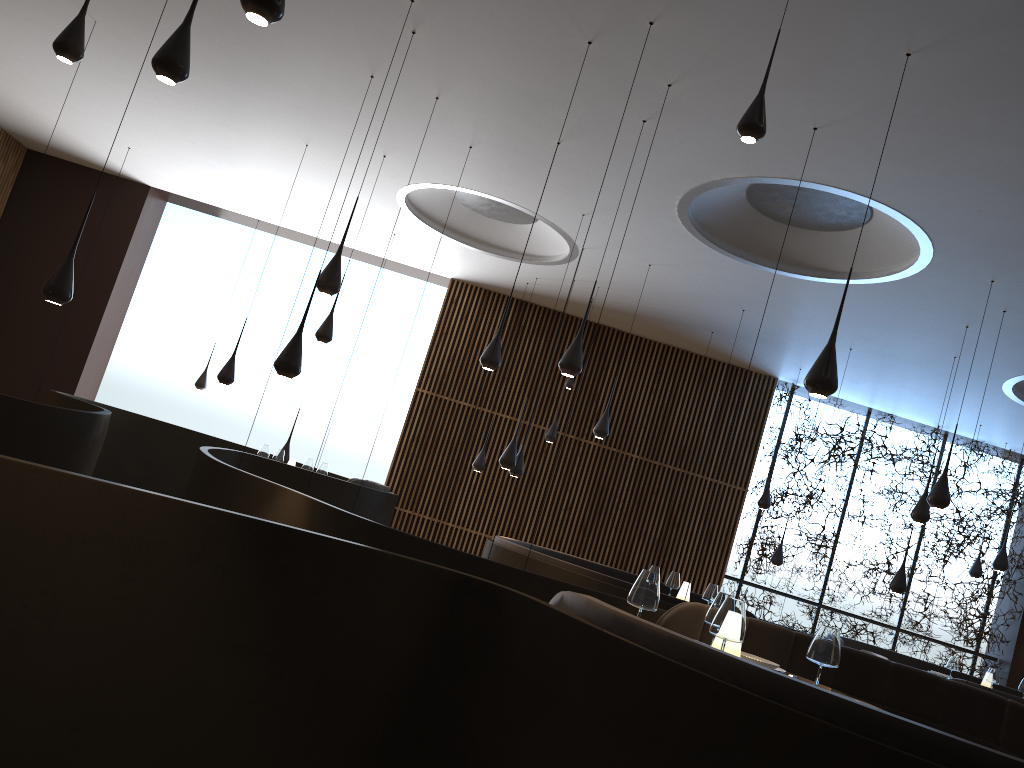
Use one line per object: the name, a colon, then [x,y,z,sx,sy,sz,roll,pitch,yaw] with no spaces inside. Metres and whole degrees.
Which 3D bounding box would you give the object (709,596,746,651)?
object: [0.880,1.026,3.636,0.141,0.294,0.142,15,-7,18]

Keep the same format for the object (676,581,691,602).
object: [1.702,2.073,8.760,0.144,0.231,0.143,15,-7,16]

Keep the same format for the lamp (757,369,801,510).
lamp: [4.089,0.827,13.437,0.195,2.217,0.197,12,-8,35]

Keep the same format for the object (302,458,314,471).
object: [-2.427,1.027,10.489,0.142,0.294,0.142,17,-7,3]

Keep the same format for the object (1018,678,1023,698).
object: [6.345,3.800,10.977,0.141,0.294,0.142,11,-9,43]

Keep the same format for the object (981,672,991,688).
object: [5.965,3.737,11.122,0.145,0.231,0.142,20,-7,-20]

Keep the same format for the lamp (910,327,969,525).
lamp: [4.654,0.430,9.570,0.195,2.217,0.197,12,-8,35]

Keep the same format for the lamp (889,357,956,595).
lamp: [4.983,1.076,10.664,0.196,2.952,0.196,18,-7,-5]

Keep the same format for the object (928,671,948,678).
object: [5.560,3.777,11.479,0.332,0.014,0.333,17,-8,-2]

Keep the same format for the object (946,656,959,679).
object: [5.592,3.610,11.264,0.142,0.294,0.142,18,-7,-5]

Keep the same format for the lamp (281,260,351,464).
lamp: [-2.670,-0.303,12.050,0.195,2.952,0.197,10,-9,45]

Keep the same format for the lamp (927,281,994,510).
lamp: [4.199,0.085,8.220,0.195,2.217,0.197,12,-8,35]

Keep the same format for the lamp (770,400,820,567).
lamp: [4.513,1.410,13.886,0.195,2.952,0.197,12,-8,35]

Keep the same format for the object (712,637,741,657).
object: [0.972,1.136,3.967,0.143,0.231,0.144,21,-8,-25]

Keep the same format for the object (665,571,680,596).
object: [1.645,2.076,9.113,0.142,0.294,0.141,22,-8,-33]

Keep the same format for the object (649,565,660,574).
object: [1.354,1.908,8.587,0.142,0.294,0.141,23,-9,-38]

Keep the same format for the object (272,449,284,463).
object: [-2.945,0.963,11.132,0.142,0.294,0.142,21,-8,-27]

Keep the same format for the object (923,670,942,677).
object: [5.326,3.687,11.307,0.127,0.017,0.261,23,-10,-38]

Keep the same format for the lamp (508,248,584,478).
lamp: [0.458,-0.285,10.877,0.195,2.952,0.197,10,-9,45]

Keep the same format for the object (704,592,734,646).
object: [1.022,1.181,4.382,0.142,0.294,0.142,17,-7,0]

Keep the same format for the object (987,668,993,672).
object: [6.161,3.808,11.414,0.142,0.294,0.142,17,-7,0]

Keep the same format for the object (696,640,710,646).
object: [0.960,1.346,4.602,0.126,0.017,0.263,12,-10,34]

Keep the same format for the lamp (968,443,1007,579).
lamp: [7.595,2.001,14.073,0.195,2.217,0.197,14,-7,25]

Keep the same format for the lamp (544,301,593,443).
lamp: [0.875,-0.194,13.225,0.195,2.217,0.197,14,-7,25]

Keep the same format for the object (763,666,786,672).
object: [1.197,1.384,4.420,0.331,0.014,0.334,12,-10,34]

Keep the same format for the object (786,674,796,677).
object: [1.201,1.387,4.418,0.409,0.012,0.205,12,-9,30]

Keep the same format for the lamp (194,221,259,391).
lamp: [-4.639,-1.308,14.545,0.195,2.952,0.197,14,-7,25]

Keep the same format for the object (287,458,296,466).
object: [-2.703,1.022,10.806,0.142,0.231,0.145,14,-8,21]

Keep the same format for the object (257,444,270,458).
object: [-3.001,0.877,10.667,0.142,0.294,0.142,17,-7,-3]

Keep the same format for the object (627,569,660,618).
object: [0.590,0.992,4.009,0.142,0.294,0.141,23,-9,-40]

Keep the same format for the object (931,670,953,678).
object: [5.563,3.768,11.480,0.262,0.029,0.264,11,-10,36]

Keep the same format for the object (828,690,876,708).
object: [1.398,1.330,3.704,0.263,0.029,0.263,19,-8,-15]

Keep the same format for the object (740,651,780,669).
object: [1.200,1.375,4.421,0.262,0.029,0.264,11,-10,37]

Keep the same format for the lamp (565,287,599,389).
lamp: [1.003,-0.651,12.421,0.133,1.504,0.133,18,-7,-5]

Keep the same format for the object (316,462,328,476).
object: [-2.375,1.126,11.049,0.142,0.294,0.141,21,-8,-32]

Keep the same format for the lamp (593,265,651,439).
lamp: [1.368,-0.406,10.753,0.196,2.217,0.196,18,-7,-5]

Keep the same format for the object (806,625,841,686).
object: [1.382,1.227,3.945,0.141,0.294,0.142,10,-10,46]

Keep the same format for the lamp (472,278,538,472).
lamp: [-0.066,-0.153,12.851,0.196,2.952,0.196,19,-7,-15]

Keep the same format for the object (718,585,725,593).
object: [2.066,2.178,8.924,0.141,0.294,0.142,14,-7,21]

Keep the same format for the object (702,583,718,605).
object: [1.865,2.034,8.375,0.142,0.294,0.142,21,-8,-29]

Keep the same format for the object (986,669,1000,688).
object: [5.826,3.605,10.746,0.142,0.294,0.142,18,-7,-7]

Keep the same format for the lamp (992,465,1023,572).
lamp: [6.803,1.438,11.926,0.196,2.217,0.196,19,-7,-15]
